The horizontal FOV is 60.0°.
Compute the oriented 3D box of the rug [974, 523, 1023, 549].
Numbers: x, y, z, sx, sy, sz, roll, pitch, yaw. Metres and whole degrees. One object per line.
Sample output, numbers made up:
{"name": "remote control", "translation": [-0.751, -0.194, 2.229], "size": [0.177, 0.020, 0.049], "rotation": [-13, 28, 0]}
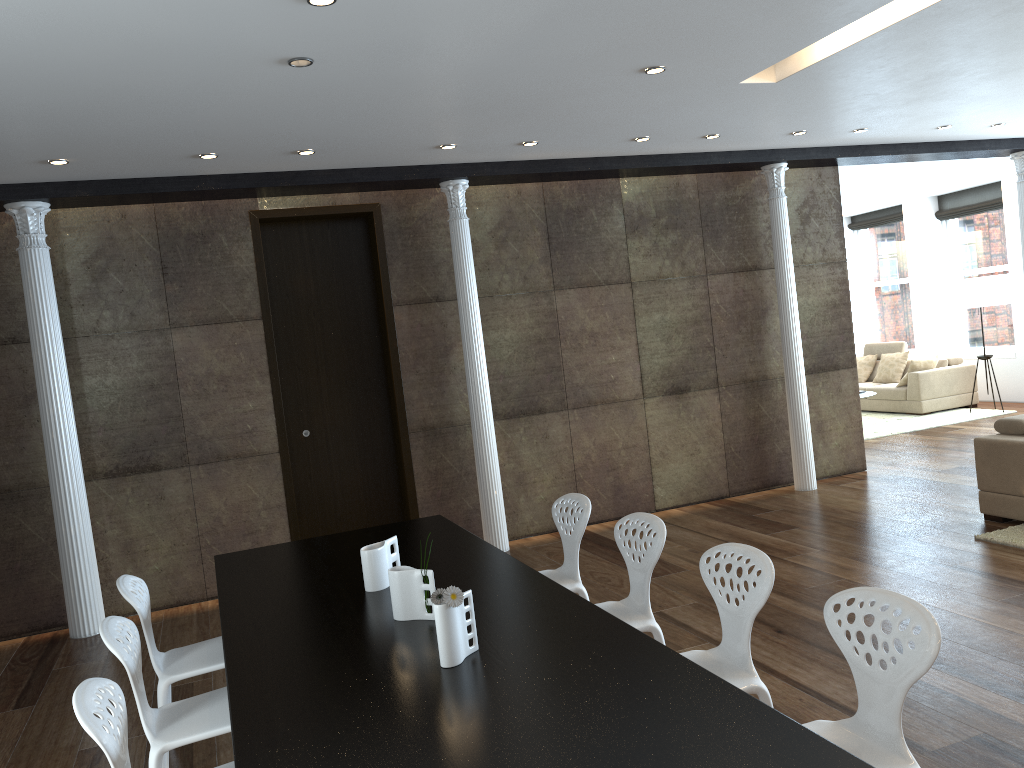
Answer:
{"name": "rug", "translation": [5.513, 0.759, 5.119], "size": [4.231, 0.020, 2.972], "rotation": [-8, 3, -19]}

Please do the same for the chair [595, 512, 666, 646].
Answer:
{"name": "chair", "translation": [0.385, 1.012, 3.767], "size": [0.581, 0.835, 0.495], "rotation": [-8, 3, -19]}

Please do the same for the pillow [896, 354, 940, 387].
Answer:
{"name": "pillow", "translation": [5.456, -0.177, 11.903], "size": [0.518, 0.393, 0.395], "rotation": [-8, 3, -23]}

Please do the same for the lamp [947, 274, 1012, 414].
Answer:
{"name": "lamp", "translation": [5.976, -0.488, 11.229], "size": [0.698, 1.728, 0.698], "rotation": [-6, 3, 4]}

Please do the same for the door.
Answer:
{"name": "door", "translation": [-1.408, 0.049, 7.028], "size": [1.000, 2.814, 0.510], "rotation": [-8, 3, -19]}

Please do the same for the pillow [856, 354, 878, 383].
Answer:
{"name": "pillow", "translation": [5.200, -0.233, 13.281], "size": [0.368, 0.416, 0.519], "rotation": [-8, 3, -24]}

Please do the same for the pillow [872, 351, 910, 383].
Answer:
{"name": "pillow", "translation": [5.421, -0.238, 12.697], "size": [0.301, 0.439, 0.534], "rotation": [-8, 3, -23]}

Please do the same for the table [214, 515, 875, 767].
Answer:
{"name": "table", "translation": [-0.347, 1.182, 3.141], "size": [1.200, 0.733, 3.400], "rotation": [-8, 3, -19]}

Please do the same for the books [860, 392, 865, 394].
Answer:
{"name": "books", "translation": [4.454, 0.121, 11.618], "size": [0.300, 0.010, 0.220], "rotation": [-6, 3, 16]}

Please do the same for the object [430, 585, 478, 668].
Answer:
{"name": "object", "translation": [-0.157, 0.701, 2.616], "size": [0.161, 0.233, 0.076], "rotation": [-9, 4, -38]}

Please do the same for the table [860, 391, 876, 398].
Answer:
{"name": "table", "translation": [4.215, 0.356, 11.551], "size": [1.022, 0.393, 1.022], "rotation": [-5, 3, 25]}

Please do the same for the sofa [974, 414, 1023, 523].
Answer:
{"name": "sofa", "translation": [4.616, 0.337, 6.189], "size": [2.581, 0.950, 1.021], "rotation": [-8, 3, -19]}

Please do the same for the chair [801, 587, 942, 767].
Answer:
{"name": "chair", "translation": [0.856, 1.030, 2.408], "size": [0.581, 0.835, 0.495], "rotation": [-8, 3, -19]}

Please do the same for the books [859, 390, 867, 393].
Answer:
{"name": "books", "translation": [4.460, 0.110, 11.642], "size": [0.300, 0.010, 0.220], "rotation": [-7, 3, -4]}

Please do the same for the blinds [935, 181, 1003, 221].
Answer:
{"name": "blinds", "translation": [6.516, -2.580, 12.458], "size": [0.156, 0.393, 1.342], "rotation": [-8, 3, -19]}

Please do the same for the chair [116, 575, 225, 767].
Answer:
{"name": "chair", "translation": [-1.362, 1.207, 3.886], "size": [0.581, 0.835, 0.495], "rotation": [-8, 3, -19]}

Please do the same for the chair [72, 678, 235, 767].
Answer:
{"name": "chair", "translation": [-0.890, 1.224, 2.563], "size": [0.581, 0.835, 0.495], "rotation": [-8, 3, -19]}

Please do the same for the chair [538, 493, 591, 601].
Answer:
{"name": "chair", "translation": [0.133, 1.006, 4.416], "size": [0.581, 0.835, 0.495], "rotation": [-8, 3, -19]}

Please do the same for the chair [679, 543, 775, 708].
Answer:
{"name": "chair", "translation": [0.624, 1.022, 3.070], "size": [0.581, 0.835, 0.495], "rotation": [-8, 3, -19]}

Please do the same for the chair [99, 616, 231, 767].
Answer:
{"name": "chair", "translation": [-1.126, 1.216, 3.224], "size": [0.581, 0.835, 0.495], "rotation": [-8, 3, -19]}

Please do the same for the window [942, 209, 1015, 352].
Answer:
{"name": "window", "translation": [6.691, -1.581, 12.532], "size": [0.123, 2.400, 1.345], "rotation": [-8, 3, -19]}

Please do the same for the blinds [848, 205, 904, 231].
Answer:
{"name": "blinds", "translation": [5.908, -2.660, 14.142], "size": [0.156, 0.275, 1.442], "rotation": [-8, 3, -19]}

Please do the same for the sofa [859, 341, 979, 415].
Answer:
{"name": "sofa", "translation": [5.339, -0.111, 12.939], "size": [1.018, 0.950, 2.581], "rotation": [-8, 3, -19]}

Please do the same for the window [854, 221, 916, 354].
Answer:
{"name": "window", "translation": [6.089, -1.602, 14.223], "size": [0.123, 2.400, 1.444], "rotation": [-8, 3, -19]}

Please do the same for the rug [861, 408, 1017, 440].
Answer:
{"name": "rug", "translation": [4.203, 0.510, 12.562], "size": [2.972, 0.020, 4.231], "rotation": [-8, 3, -19]}
